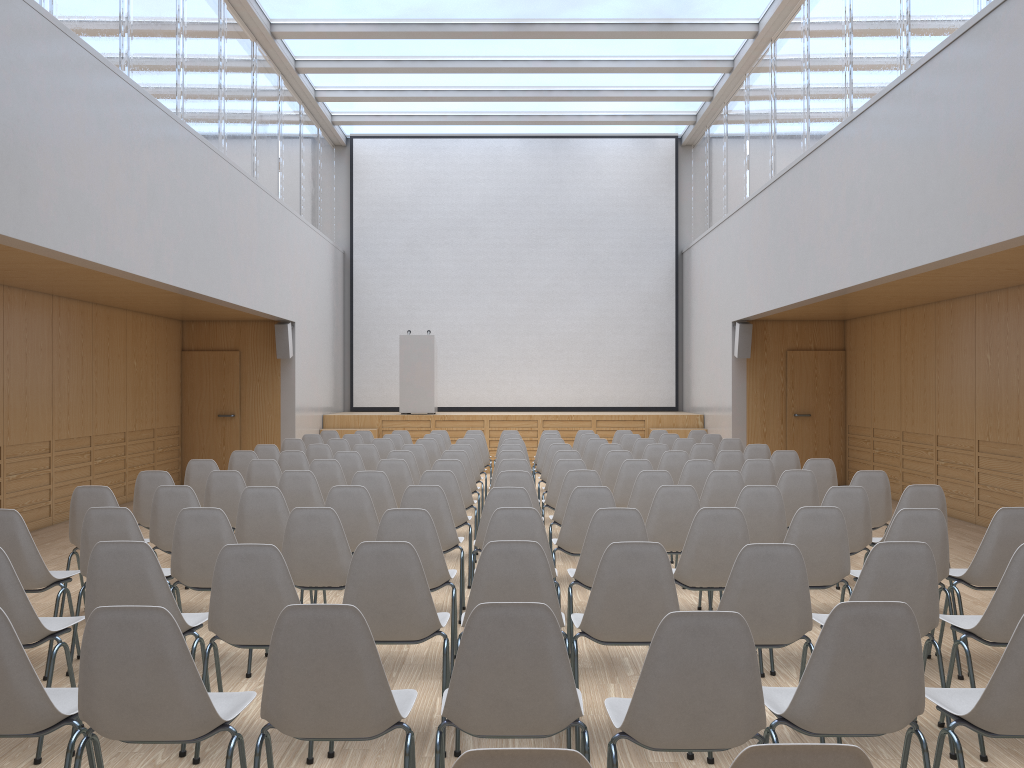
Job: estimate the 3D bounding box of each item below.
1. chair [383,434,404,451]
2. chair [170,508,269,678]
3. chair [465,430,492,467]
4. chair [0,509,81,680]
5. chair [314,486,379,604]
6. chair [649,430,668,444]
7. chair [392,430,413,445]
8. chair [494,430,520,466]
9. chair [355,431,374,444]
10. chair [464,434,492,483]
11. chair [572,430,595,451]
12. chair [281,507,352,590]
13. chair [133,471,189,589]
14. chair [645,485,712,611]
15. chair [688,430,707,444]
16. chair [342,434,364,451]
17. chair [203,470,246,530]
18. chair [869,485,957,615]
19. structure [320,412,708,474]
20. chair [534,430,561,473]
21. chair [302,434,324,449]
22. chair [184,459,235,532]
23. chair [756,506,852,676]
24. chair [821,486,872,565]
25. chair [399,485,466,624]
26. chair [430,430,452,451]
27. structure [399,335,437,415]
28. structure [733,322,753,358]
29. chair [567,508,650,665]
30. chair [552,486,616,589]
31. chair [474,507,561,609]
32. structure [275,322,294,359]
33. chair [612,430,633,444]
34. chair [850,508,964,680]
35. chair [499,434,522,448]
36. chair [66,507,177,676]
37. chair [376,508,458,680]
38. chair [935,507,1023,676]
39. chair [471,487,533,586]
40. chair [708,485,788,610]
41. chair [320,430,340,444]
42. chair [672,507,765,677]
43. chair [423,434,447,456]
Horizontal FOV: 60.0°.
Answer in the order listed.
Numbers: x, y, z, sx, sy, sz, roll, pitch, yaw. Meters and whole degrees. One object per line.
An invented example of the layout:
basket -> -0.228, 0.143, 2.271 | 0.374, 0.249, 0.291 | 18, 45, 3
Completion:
chair -> -1.548, 1.088, 11.714 | 0.479, 0.876, 0.505 | 0, 0, 0
chair -> -1.577, 1.066, 4.755 | 0.479, 0.876, 0.505 | 0, 0, 0
chair -> -0.528, 1.090, 12.783 | 0.479, 0.876, 0.505 | 0, 0, 0
chair -> -2.595, 1.067, 4.714 | 0.479, 0.876, 0.505 | 0, 0, 0
chair -> -1.015, 1.069, 5.755 | 0.479, 0.876, 0.505 | 0, 0, 0
chair -> 2.084, 1.088, 12.782 | 0.479, 0.876, 0.505 | 0, 0, 0
chair -> -1.567, 1.091, 12.714 | 0.479, 0.876, 0.505 | 0, 0, 0
chair -> -0.022, 1.090, 12.735 | 0.479, 0.876, 0.505 | 0, 0, 0
chair -> -2.084, 1.091, 12.673 | 0.479, 0.876, 0.505 | 0, 0, 0
chair -> -0.501, 1.087, 11.714 | 0.479, 0.876, 0.505 | 0, 0, 0
chair -> 1.042, 1.089, 12.772 | 0.479, 0.876, 0.505 | 0, 0, 0
chair -> -1.014, 1.066, 4.773 | 0.479, 0.876, 0.505 | 0, 0, 0
chair -> -2.620, 1.073, 6.735 | 0.479, 0.876, 0.505 | 0, 0, 0
chair -> 1.026, 1.068, 5.772 | 0.479, 0.876, 0.505 | 0, 0, 0
chair -> 2.627, 1.088, 12.754 | 0.479, 0.876, 0.505 | 0, 0, 0
chair -> -2.075, 1.088, 11.755 | 0.479, 0.876, 0.505 | 0, 0, 0
chair -> -2.106, 1.073, 6.755 | 0.479, 0.876, 0.505 | 0, 0, 0
chair -> 2.572, 1.066, 5.782 | 0.479, 0.876, 0.505 | 0, 0, 0
structure -> 0.029, 1.045, 15.824 | 6.552, 1.027, 2.728 | 0, 0, 0
chair -> 0.547, 1.089, 12.714 | 0.479, 0.876, 0.505 | 0, 0, 0
chair -> -2.604, 1.089, 11.783 | 0.479, 0.876, 0.505 | 0, 0, 0
chair -> -2.625, 1.076, 7.755 | 0.479, 0.876, 0.505 | 0, 0, 0
chair -> 1.572, 1.064, 4.782 | 0.479, 0.876, 0.505 | 0, 0, 0
chair -> 2.065, 1.067, 5.713 | 0.479, 0.876, 0.505 | 0, 0, 0
chair -> -0.548, 1.069, 5.783 | 0.479, 0.876, 0.505 | 0, 0, 0
chair -> -1.028, 1.090, 12.755 | 0.479, 0.876, 0.505 | 0, 0, 0
structure -> -1.640, -0.158, 15.605 | 0.605, 1.379, 0.605 | 0, 0, 0
structure -> 3.420, -0.650, 13.140 | 0.196, 0.542, 0.368 | 0, 0, 0
chair -> 0.534, 1.065, 4.735 | 0.479, 0.876, 0.505 | 0, 0, 0
chair -> 0.493, 1.068, 5.714 | 0.479, 0.876, 0.505 | 0, 0, 0
chair -> 0.021, 1.065, 4.754 | 0.479, 0.876, 0.505 | 0, 0, 0
structure -> -3.373, -0.645, 13.142 | 0.196, 0.542, 0.368 | 0, 0, 0
chair -> 1.579, 1.089, 12.754 | 0.479, 0.876, 0.505 | 0, 0, 0
chair -> 2.056, 1.064, 4.713 | 0.479, 0.876, 0.505 | 0, 0, 0
chair -> -0.001, 1.087, 11.754 | 0.479, 0.876, 0.505 | 0, 0, 0
chair -> -2.062, 1.067, 4.783 | 0.479, 0.876, 0.505 | 0, 0, 0
chair -> -0.531, 1.066, 4.714 | 0.479, 0.876, 0.505 | 0, 0, 0
chair -> 2.579, 1.063, 4.754 | 0.479, 0.876, 0.505 | 0, 0, 0
chair -> -0.023, 1.068, 5.673 | 0.479, 0.876, 0.505 | 0, 0, 0
chair -> 1.546, 1.067, 5.754 | 0.479, 0.876, 0.505 | 0, 0, 0
chair -> -2.578, 1.092, 12.755 | 0.479, 0.876, 0.505 | 0, 0, 0
chair -> 1.057, 1.064, 4.754 | 0.479, 0.876, 0.505 | 0, 0, 0
chair -> -1.026, 1.087, 11.773 | 0.479, 0.876, 0.505 | 0, 0, 0
